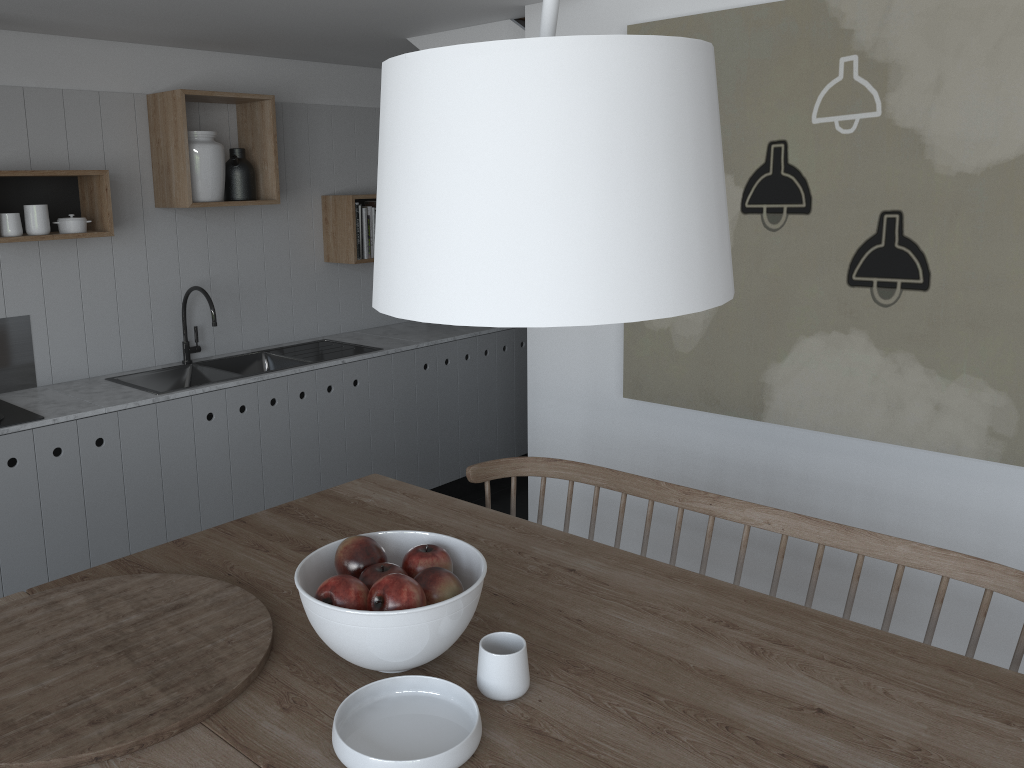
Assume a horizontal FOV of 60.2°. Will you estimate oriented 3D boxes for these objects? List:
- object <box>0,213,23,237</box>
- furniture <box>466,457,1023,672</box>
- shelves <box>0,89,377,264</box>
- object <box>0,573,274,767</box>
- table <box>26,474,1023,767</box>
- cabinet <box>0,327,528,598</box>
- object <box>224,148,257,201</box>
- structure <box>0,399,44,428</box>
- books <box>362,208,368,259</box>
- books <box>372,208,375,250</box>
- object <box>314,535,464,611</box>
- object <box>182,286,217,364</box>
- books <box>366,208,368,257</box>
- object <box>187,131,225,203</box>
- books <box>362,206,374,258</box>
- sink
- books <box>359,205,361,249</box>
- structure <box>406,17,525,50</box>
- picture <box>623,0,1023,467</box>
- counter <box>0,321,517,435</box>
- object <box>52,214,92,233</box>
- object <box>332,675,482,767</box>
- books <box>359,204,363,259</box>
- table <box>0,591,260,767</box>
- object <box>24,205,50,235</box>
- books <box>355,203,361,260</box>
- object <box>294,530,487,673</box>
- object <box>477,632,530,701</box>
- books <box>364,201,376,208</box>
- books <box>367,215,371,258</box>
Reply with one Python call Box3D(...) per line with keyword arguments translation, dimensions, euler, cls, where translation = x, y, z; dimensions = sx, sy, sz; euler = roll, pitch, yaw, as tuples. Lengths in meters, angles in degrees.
Box3D(translation=(-1.866, -0.590, 3.284), dimensions=(0.082, 0.087, 0.085), euler=(-3, 12, -12), cls="object")
Box3D(translation=(0.377, 0.708, 1.877), dimensions=(1.405, 0.803, 0.531), euler=(10, 15, 41), cls="furniture")
Box3D(translation=(-1.764, -0.759, 3.461), dimensions=(0.310, 0.790, 3.496), euler=(8, 16, 40), cls="shelves")
Box3D(translation=(-0.690, 0.467, 1.463), dimensions=(0.585, 0.023, 0.697), euler=(-8, 14, -25), cls="object")
Box3D(translation=(0.110, 0.836, 1.481), dimensions=(2.110, 0.743, 0.914), euler=(10, 16, 41), cls="table")
Box3D(translation=(-1.363, 0.439, 3.455), dimensions=(0.010, 0.740, 5.982), euler=(8, 16, 40), cls="cabinet")
Box3D(translation=(-1.245, -0.956, 4.038), dimensions=(0.158, 0.234, 0.155), euler=(8, 14, 39), cls="object")
Box3D(translation=(-2.164, 0.149, 2.936), dimensions=(0.572, 0.048, 0.960), euler=(10, 17, 40), cls="structure")
Box3D(translation=(-0.805, -0.776, 4.548), dimensions=(0.168, 0.255, 0.014), euler=(9, 14, 41), cls="books")
Box3D(translation=(-0.770, -0.790, 4.608), dimensions=(0.168, 0.255, 0.014), euler=(9, 14, 41), cls="books")
Box3D(translation=(-0.194, 0.361, 1.463), dimensions=(0.237, 0.166, 0.253), euler=(-1, 12, 2), cls="object")
Box3D(translation=(-1.379, -0.254, 3.944), dimensions=(0.299, 0.371, 0.088), euler=(9, 14, 41), cls="object")
Box3D(translation=(-0.804, -0.779, 4.564), dimensions=(0.168, 0.255, 0.014), euler=(9, 14, 41), cls="books")
Box3D(translation=(-1.374, -0.950, 3.874), dimensions=(0.232, 0.299, 0.227), euler=(2, 11, 14), cls="object")
Box3D(translation=(-0.784, -0.790, 4.594), dimensions=(0.166, 0.261, 0.024), euler=(9, 14, 41), cls="books")
Box3D(translation=(-1.168, -0.016, 4.011), dimensions=(0.468, 0.165, 1.150), euler=(10, 17, 40), cls="sink")
Box3D(translation=(-0.850, -0.789, 4.553), dimensions=(0.226, 0.279, 0.012), euler=(9, 14, 41), cls="books")
Box3D(translation=(1.135, -0.358, 3.261), dimensions=(3.724, 2.607, 1.032), euler=(9, 15, 41), cls="structure")
Box3D(translation=(0.890, -0.464, 2.501), dimensions=(1.340, 1.208, 0.058), euler=(9, 14, 41), cls="picture")
Box3D(translation=(-1.587, 0.022, 3.579), dimensions=(0.599, 0.020, 5.985), euler=(10, 17, 40), cls="counter")
Box3D(translation=(-1.731, -0.632, 3.478), dimensions=(0.111, 0.072, 0.127), euler=(3, 13, 20), cls="object")
Box3D(translation=(-0.151, 0.491, 1.270), dimensions=(0.219, 0.035, 0.213), euler=(4, 14, 20), cls="object")
Box3D(translation=(-0.848, -0.792, 4.567), dimensions=(0.235, 0.278, 0.010), euler=(9, 14, 41), cls="books")
Box3D(translation=(-0.491, 1.003, 0.811), dimensions=(2.110, 0.743, 0.914), euler=(10, 16, 41), cls="table")
Box3D(translation=(-1.802, -0.621, 3.353), dimensions=(0.088, 0.114, 0.084), euler=(9, 15, 41), cls="object")
Box3D(translation=(-0.854, -0.786, 4.534), dimensions=(0.213, 0.283, 0.021), euler=(9, 14, 41), cls="books")
Box3D(translation=(-0.198, 0.381, 1.469), dimensions=(0.325, 0.163, 0.308), euler=(9, 16, 38), cls="object")
Box3D(translation=(-0.014, 0.441, 1.380), dimensions=(0.086, 0.078, 0.082), euler=(9, 15, 41), cls="object")
Box3D(translation=(-0.688, -0.824, 4.678), dimensions=(0.162, 0.288, 0.095), euler=(9, 14, 41), cls="books")
Box3D(translation=(-0.788, -0.763, 4.575), dimensions=(0.157, 0.218, 0.018), euler=(9, 14, 41), cls="books")
